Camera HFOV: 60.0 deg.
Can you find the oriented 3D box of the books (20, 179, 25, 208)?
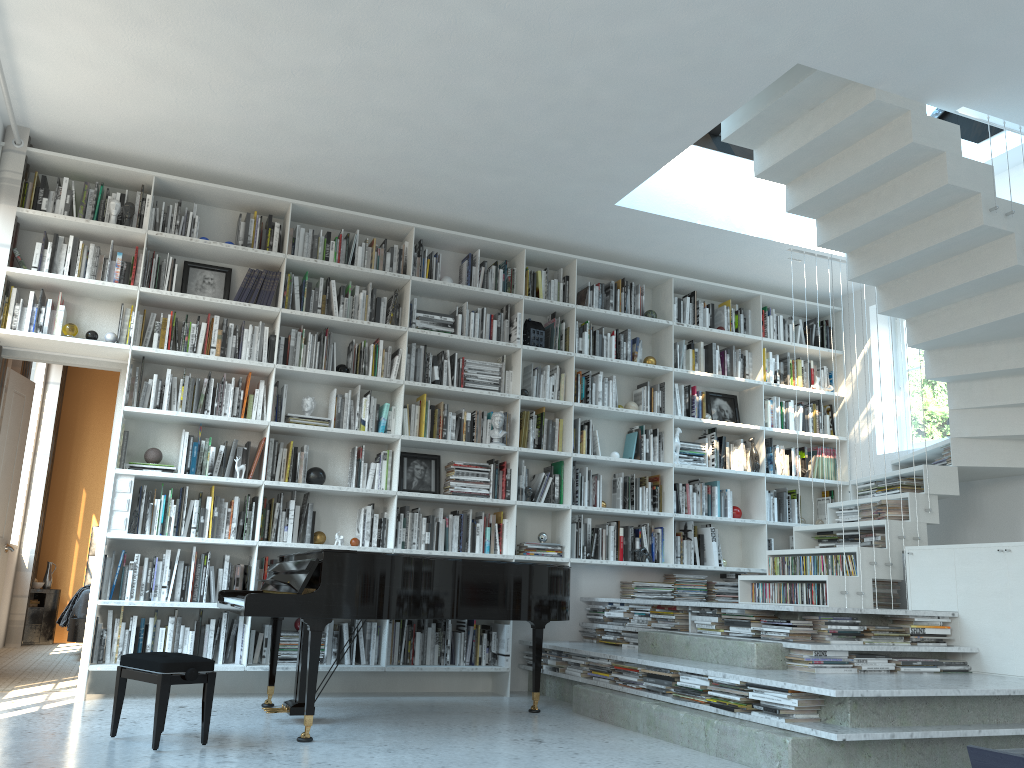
[{"bbox_3d":[-2.960,-1.100,5.358,0.014,0.218,0.188,7,-14,-22],"label":"books"}]

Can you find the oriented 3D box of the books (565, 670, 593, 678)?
[{"bbox_3d":[0.455,1.780,5.453,0.177,0.026,0.230,7,-14,-19],"label":"books"}]

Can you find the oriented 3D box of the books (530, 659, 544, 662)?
[{"bbox_3d":[0.243,1.876,6.010,0.122,0.008,0.291,9,-15,-27],"label":"books"}]

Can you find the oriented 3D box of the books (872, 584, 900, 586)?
[{"bbox_3d":[2.719,1.494,6.594,0.249,0.006,0.189,8,-14,-24],"label":"books"}]

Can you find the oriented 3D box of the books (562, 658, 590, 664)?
[{"bbox_3d":[0.457,1.708,5.469,0.180,0.015,0.295,8,-14,-24],"label":"books"}]

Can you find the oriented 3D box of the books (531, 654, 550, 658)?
[{"bbox_3d":[0.245,1.841,6.018,0.136,0.013,0.258,8,-14,-24],"label":"books"}]

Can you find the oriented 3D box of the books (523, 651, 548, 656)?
[{"bbox_3d":[0.217,1.824,6.009,0.191,0.013,0.244,9,-15,-26],"label":"books"}]

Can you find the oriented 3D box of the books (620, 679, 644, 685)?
[{"bbox_3d":[0.721,1.649,4.905,0.132,0.009,0.270,7,-14,-21],"label":"books"}]

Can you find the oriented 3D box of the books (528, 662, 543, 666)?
[{"bbox_3d":[0.229,1.894,6.000,0.155,0.009,0.233,9,-15,-27],"label":"books"}]

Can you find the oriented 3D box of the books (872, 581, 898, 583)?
[{"bbox_3d":[2.726,1.469,6.583,0.210,0.009,0.160,7,-14,-21],"label":"books"}]

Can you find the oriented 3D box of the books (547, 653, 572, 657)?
[{"bbox_3d":[0.357,1.761,5.757,0.126,0.005,0.291,9,-15,-27],"label":"books"}]

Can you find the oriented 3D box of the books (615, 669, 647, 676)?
[{"bbox_3d":[0.712,1.600,4.911,0.155,0.009,0.298,7,-14,-21],"label":"books"}]

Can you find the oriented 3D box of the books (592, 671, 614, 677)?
[{"bbox_3d":[0.588,1.694,5.182,0.165,0.012,0.205,8,-14,-22],"label":"books"}]

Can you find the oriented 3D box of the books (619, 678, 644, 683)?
[{"bbox_3d":[0.714,1.637,4.904,0.130,0.014,0.250,9,-15,-27],"label":"books"}]

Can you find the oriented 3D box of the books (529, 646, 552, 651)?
[{"bbox_3d":[0.237,1.797,6.024,0.158,0.014,0.235,8,-14,-24],"label":"books"}]

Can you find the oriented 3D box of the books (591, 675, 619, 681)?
[{"bbox_3d":[0.594,1.716,5.180,0.140,0.008,0.284,8,-14,-24],"label":"books"}]

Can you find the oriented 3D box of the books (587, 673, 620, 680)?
[{"bbox_3d":[0.583,1.705,5.178,0.159,0.012,0.293,8,-15,-25],"label":"books"}]

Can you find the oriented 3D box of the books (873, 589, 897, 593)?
[{"bbox_3d":[2.717,1.532,6.563,0.204,0.028,0.163,7,-14,-20],"label":"books"}]

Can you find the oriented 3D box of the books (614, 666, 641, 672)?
[{"bbox_3d":[0.701,1.579,4.911,0.165,0.014,0.236,9,-15,-27],"label":"books"}]

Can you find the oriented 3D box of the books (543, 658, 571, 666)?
[{"bbox_3d":[0.330,1.800,5.738,0.191,0.028,0.213,7,-14,-18],"label":"books"}]

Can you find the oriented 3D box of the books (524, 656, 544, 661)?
[{"bbox_3d":[0.221,1.858,6.004,0.177,0.012,0.279,9,-15,-26],"label":"books"}]

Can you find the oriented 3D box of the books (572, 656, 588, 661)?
[{"bbox_3d":[0.479,1.695,5.482,0.130,0.018,0.256,7,-14,-19],"label":"books"}]

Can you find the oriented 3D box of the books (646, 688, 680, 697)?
[{"bbox_3d":[0.828,1.605,4.616,0.142,0.012,0.291,7,-14,-18],"label":"books"}]

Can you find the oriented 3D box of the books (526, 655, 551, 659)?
[{"bbox_3d":[0.223,1.849,6.007,0.188,0.009,0.211,8,-14,-23],"label":"books"}]

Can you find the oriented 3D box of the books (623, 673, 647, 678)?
[{"bbox_3d":[0.719,1.611,4.912,0.140,0.013,0.181,7,-14,-21],"label":"books"}]

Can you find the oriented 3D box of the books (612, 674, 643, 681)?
[{"bbox_3d":[0.699,1.621,4.901,0.182,0.013,0.288,7,-14,-21],"label":"books"}]

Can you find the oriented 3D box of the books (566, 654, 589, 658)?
[{"bbox_3d":[0.468,1.682,5.479,0.159,0.006,0.285,7,-14,-20],"label":"books"}]

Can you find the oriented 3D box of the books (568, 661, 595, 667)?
[{"bbox_3d":[0.459,1.726,5.467,0.171,0.020,0.194,7,-14,-18],"label":"books"}]

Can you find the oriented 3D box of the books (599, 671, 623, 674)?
[{"bbox_3d":[0.600,1.686,5.189,0.123,0.008,0.295,7,-14,-19],"label":"books"}]

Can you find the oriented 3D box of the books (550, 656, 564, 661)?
[{"bbox_3d":[0.358,1.781,5.754,0.143,0.019,0.231,7,-14,-21],"label":"books"}]

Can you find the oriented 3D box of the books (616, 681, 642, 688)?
[{"bbox_3d":[0.699,1.659,4.893,0.161,0.008,0.254,6,-14,-17],"label":"books"}]

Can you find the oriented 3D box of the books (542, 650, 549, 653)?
[{"bbox_3d":[0.250,1.814,6.026,0.133,0.017,0.231,7,-14,-21],"label":"books"}]

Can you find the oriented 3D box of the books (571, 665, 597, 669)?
[{"bbox_3d":[0.474,1.743,5.469,0.147,0.012,0.206,7,-14,-21],"label":"books"}]

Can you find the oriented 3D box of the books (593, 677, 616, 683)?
[{"bbox_3d":[0.586,1.726,5.175,0.157,0.014,0.180,8,-15,-25],"label":"books"}]

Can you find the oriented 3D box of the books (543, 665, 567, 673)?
[{"bbox_3d":[0.336,1.841,5.732,0.189,0.030,0.238,8,-14,-22],"label":"books"}]

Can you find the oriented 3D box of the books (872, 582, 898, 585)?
[{"bbox_3d":[2.724,1.482,6.585,0.212,0.014,0.169,7,-14,-21],"label":"books"}]

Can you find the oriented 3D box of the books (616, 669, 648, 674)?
[{"bbox_3d":[0.708,1.591,4.911,0.169,0.009,0.242,8,-14,-22],"label":"books"}]

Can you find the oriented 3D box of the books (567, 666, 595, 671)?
[{"bbox_3d":[0.474,1.753,5.467,0.149,0.007,0.301,8,-14,-22],"label":"books"}]

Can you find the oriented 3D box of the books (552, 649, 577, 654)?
[{"bbox_3d":[0.358,1.735,5.763,0.137,0.018,0.201,7,-14,-18],"label":"books"}]

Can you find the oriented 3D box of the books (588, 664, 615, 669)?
[{"bbox_3d":[0.580,1.652,5.188,0.169,0.009,0.242,9,-15,-26],"label":"books"}]

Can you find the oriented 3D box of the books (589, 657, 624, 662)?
[{"bbox_3d":[0.585,1.612,5.198,0.174,0.011,0.228,8,-14,-23],"label":"books"}]

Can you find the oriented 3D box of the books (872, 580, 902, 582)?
[{"bbox_3d":[2.725,1.458,6.591,0.286,0.017,0.171,8,-14,-23],"label":"books"}]

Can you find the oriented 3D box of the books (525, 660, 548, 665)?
[{"bbox_3d":[0.221,1.883,5.999,0.179,0.012,0.262,7,-14,-19],"label":"books"}]

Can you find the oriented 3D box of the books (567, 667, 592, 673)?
[{"bbox_3d":[0.462,1.762,5.460,0.172,0.014,0.221,7,-14,-21],"label":"books"}]

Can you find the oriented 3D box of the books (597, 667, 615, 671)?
[{"bbox_3d":[0.596,1.664,5.192,0.140,0.013,0.181,7,-14,-19],"label":"books"}]

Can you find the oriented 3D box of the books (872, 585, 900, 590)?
[{"bbox_3d":[2.714,1.507,6.578,0.254,0.027,0.188,8,-14,-22],"label":"books"}]

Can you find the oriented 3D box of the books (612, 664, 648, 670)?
[{"bbox_3d":[0.698,1.565,4.912,0.179,0.012,0.250,8,-15,-25],"label":"books"}]

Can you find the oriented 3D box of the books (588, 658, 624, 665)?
[{"bbox_3d":[0.582,1.625,5.194,0.171,0.015,0.253,8,-15,-25],"label":"books"}]

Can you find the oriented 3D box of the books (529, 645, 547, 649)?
[{"bbox_3d":[0.231,1.785,6.024,0.157,0.007,0.269,6,-14,-17],"label":"books"}]

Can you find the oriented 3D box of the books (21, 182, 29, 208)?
[{"bbox_3d":[-2.951,-1.097,5.386,0.024,0.227,0.130,7,-14,-22],"label":"books"}]

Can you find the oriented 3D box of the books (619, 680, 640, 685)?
[{"bbox_3d":[0.719,1.655,4.903,0.129,0.005,0.296,7,-14,-20],"label":"books"}]

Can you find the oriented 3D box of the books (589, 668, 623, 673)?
[{"bbox_3d":[0.584,1.675,5.185,0.159,0.011,0.246,9,-15,-26],"label":"books"}]

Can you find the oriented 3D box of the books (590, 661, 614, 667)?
[{"bbox_3d":[0.574,1.639,5.188,0.182,0.016,0.199,6,-14,-17],"label":"books"}]

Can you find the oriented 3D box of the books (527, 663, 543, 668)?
[{"bbox_3d":[0.230,1.906,5.998,0.172,0.015,0.241,8,-14,-22],"label":"books"}]

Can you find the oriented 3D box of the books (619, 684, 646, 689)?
[{"bbox_3d":[0.713,1.669,4.897,0.148,0.008,0.237,8,-14,-23],"label":"books"}]

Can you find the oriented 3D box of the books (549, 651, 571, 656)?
[{"bbox_3d":[0.362,1.752,5.761,0.135,0.014,0.298,7,-14,-21],"label":"books"}]

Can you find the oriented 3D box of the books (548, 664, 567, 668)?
[{"bbox_3d":[0.348,1.822,5.741,0.147,0.012,0.206,9,-15,-27],"label":"books"}]

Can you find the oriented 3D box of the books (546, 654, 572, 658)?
[{"bbox_3d":[0.348,1.766,5.752,0.160,0.009,0.292,7,-14,-20],"label":"books"}]

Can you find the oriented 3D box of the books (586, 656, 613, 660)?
[{"bbox_3d":[0.571,1.603,5.194,0.193,0.005,0.225,9,-15,-26],"label":"books"}]
